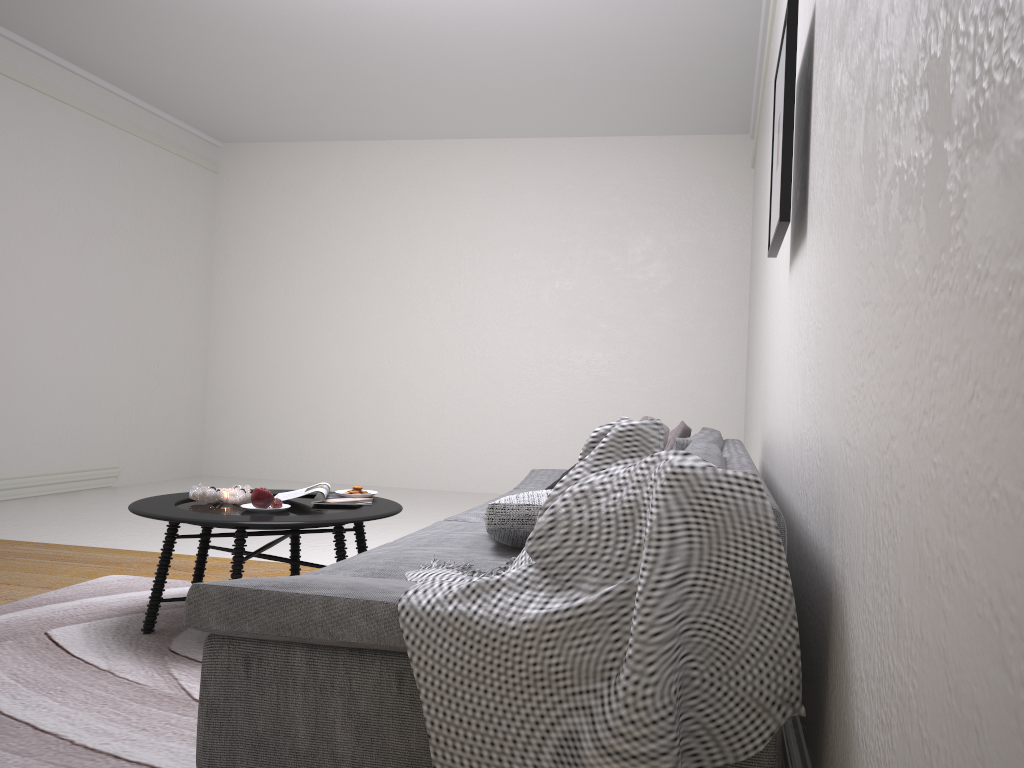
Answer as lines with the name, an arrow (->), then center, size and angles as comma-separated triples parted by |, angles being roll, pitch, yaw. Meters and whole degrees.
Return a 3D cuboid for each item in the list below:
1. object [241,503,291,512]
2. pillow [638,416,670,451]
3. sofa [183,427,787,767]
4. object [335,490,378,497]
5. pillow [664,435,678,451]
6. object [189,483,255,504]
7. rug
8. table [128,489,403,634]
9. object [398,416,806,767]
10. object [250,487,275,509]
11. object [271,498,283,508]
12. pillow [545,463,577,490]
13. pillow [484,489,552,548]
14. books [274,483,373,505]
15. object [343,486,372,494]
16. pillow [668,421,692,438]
object -> -0.862, 0.434, 3.101 | 0.171, 0.015, 0.164 | 3, -1, -33
pillow -> 0.216, 0.266, 1.994 | 0.240, 0.390, 0.430 | 2, -1, 13
sofa -> 0.261, 0.551, 3.021 | 1.093, 0.772, 3.082 | 2, -1, 13
object -> -0.620, 0.438, 3.531 | 0.168, 0.015, 0.167 | 2, -1, -6
pillow -> 0.576, 0.364, 3.727 | 0.335, 0.318, 0.426 | 2, -1, 12
object -> -1.054, 0.405, 3.272 | 0.249, 0.062, 0.257 | 2, -1, 20
rug -> -1.249, 0.835, 1.921 | 1.935, 0.008, 3.737 | 2, -1, 13
table -> -0.884, 0.658, 3.219 | 0.938, 0.449, 0.950 | 2, -1, 10
object -> 0.054, 0.492, 1.754 | 0.629, 0.866, 0.871 | 3, -1, -22
object -> -0.867, 0.399, 3.091 | 0.090, 0.082, 0.108 | 3, -1, -43
object -> -0.836, 0.423, 3.151 | 0.035, 0.036, 0.044 | 2, -1, 21
pillow -> 0.410, 0.417, 3.951 | 0.413, 0.268, 0.409 | 2, -1, 33
pillow -> 0.121, 0.376, 2.489 | 0.406, 0.194, 0.404 | 2, -1, -1
books -> -0.725, 0.419, 3.407 | 0.375, 0.048, 0.303 | 2, -1, -9
object -> -0.618, 0.425, 3.534 | 0.122, 0.036, 0.117 | 3, -1, -26
pillow -> 0.662, 0.392, 4.158 | 0.346, 0.448, 0.487 | 2, -1, 33
